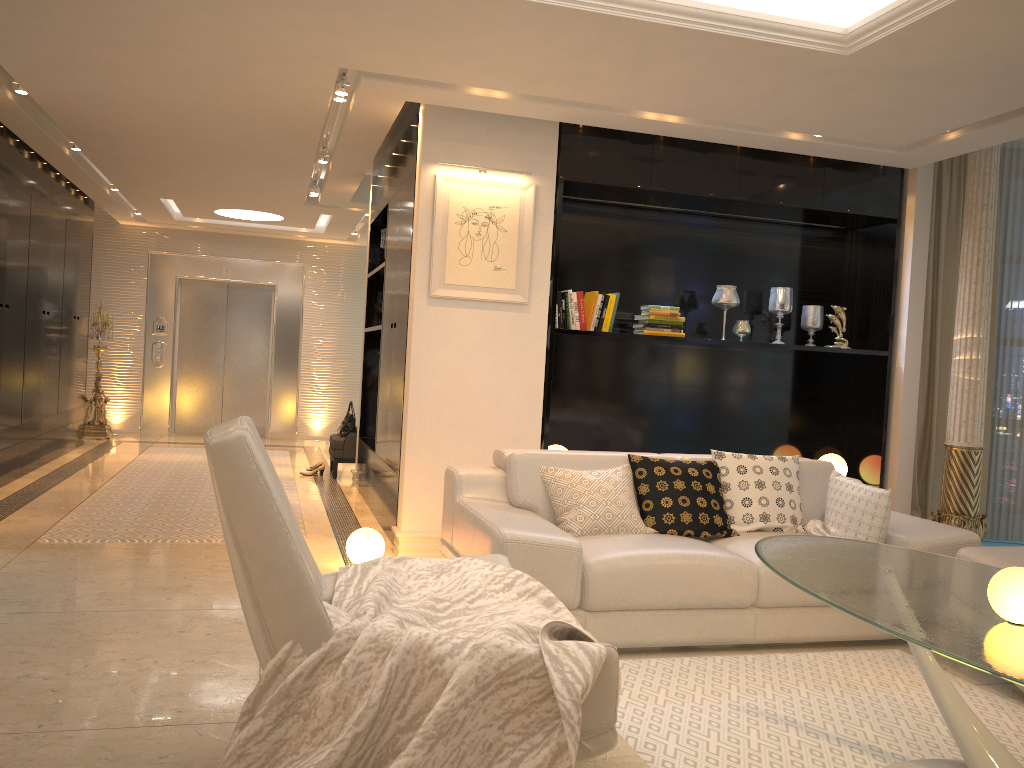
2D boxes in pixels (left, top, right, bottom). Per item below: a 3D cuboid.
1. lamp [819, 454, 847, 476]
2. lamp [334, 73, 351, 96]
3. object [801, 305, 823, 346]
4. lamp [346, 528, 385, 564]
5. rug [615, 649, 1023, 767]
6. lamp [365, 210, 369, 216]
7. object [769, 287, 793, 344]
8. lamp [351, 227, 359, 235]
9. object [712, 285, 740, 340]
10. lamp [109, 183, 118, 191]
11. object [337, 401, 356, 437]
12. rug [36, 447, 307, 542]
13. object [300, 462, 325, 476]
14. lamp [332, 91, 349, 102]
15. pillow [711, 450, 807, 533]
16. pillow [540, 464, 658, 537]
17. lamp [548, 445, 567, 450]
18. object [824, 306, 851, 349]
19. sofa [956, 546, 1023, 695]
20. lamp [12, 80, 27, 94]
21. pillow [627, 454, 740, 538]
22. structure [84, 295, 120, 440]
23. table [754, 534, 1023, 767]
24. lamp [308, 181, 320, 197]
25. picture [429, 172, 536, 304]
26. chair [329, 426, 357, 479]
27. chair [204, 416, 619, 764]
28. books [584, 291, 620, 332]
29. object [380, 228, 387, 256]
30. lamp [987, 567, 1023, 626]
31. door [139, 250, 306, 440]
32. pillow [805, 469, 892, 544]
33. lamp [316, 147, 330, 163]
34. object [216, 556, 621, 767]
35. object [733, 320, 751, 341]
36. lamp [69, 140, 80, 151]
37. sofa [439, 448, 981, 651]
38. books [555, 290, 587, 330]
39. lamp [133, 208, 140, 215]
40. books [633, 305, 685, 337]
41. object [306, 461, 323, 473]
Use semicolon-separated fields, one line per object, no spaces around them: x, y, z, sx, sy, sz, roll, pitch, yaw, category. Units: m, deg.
2.291;0.607;6.357;0.212;0.214;0.213;4;2;35;lamp
-0.980;-1.729;5.117;0.107;0.127;0.107;2;2;-34;lamp
2.150;-0.400;6.362;0.147;0.317;0.147;3;1;-13;object
-0.815;0.907;4.929;0.213;0.214;0.212;4;1;24;lamp
1.329;1.192;2.352;1.661;0.020;2.900;3;1;-16;rug
-1.530;-1.863;9.484;0.107;0.127;0.107;2;2;-34;lamp
1.903;-0.468;6.298;0.156;0.426;0.156;3;1;-10;object
-1.960;-1.924;11.045;0.107;0.127;0.107;2;2;-34;lamp
1.457;-0.478;6.071;0.181;0.381;0.181;3;1;-21;object
-3.943;-1.986;8.815;0.107;0.127;0.107;3;1;3;lamp
-1.592;0.336;8.606;0.168;0.345;0.366;3;1;-16;object
-2.656;0.838;7.683;1.526;0.015;5.025;3;1;-15;rug
-1.896;0.805;8.429;0.235;0.135;0.084;3;1;-13;object
-1.014;-1.734;5.242;0.107;0.127;0.107;2;2;-34;lamp
1.270;0.546;4.466;0.526;0.399;0.255;3;1;-15;pillow
0.400;0.552;4.172;0.521;0.329;0.351;3;1;-15;pillow
0.286;0.505;5.802;0.213;0.214;0.212;4;1;24;lamp
2.257;-0.390;6.136;0.182;0.293;0.116;3;1;-18;object
2.668;0.887;2.739;1.145;0.754;2.328;3;1;-15;sofa
-3.021;-1.855;5.471;0.107;0.127;0.107;2;2;-34;lamp
0.840;0.540;4.303;0.524;0.355;0.323;3;1;-15;pillow
-4.817;-0.197;10.658;0.382;1.715;0.811;3;1;8;structure
1.349;0.897;2.371;0.999;0.565;2.140;3;1;-16;table
-1.888;-1.860;8.455;0.107;0.127;0.235;3;1;-15;lamp
-0.173;-0.864;5.284;0.610;0.729;0.027;3;1;-15;picture
-1.416;0.443;8.646;0.702;0.898;0.625;3;1;-14;chair
-0.331;0.605;2.385;0.983;0.991;1.027;3;1;-16;chair
0.560;-0.462;5.742;0.210;0.261;0.212;3;1;-15;books
-0.990;-1.103;7.171;0.155;0.347;0.155;2;2;-35;object
1.301;0.542;2.275;0.143;0.143;0.143;2;2;-31;lamp
-2.330;-6.000;1.869;83.408;24.296;83.408;3;1;6;door
1.615;0.598;4.298;0.281;0.325;0.521;3;1;-6;pillow
-1.485;-1.802;6.978;0.107;0.127;0.107;2;2;-34;lamp
-0.236;0.812;2.205;0.972;0.580;1.347;4;1;22;object
1.579;-0.358;6.097;0.119;0.154;0.119;3;1;-6;object
-3.453;-1.916;7.032;0.107;0.127;0.107;2;2;-34;lamp
0.899;0.750;4.279;2.328;0.754;1.145;3;1;-15;sofa
0.338;-0.477;5.676;0.240;0.270;0.208;3;1;-15;books
-4.373;-2.047;10.377;0.107;0.127;0.107;2;2;-34;lamp
0.979;-0.412;5.883;0.296;0.197;0.260;3;1;-13;books
-1.910;0.800;8.622;0.235;0.135;0.084;4;2;33;object
